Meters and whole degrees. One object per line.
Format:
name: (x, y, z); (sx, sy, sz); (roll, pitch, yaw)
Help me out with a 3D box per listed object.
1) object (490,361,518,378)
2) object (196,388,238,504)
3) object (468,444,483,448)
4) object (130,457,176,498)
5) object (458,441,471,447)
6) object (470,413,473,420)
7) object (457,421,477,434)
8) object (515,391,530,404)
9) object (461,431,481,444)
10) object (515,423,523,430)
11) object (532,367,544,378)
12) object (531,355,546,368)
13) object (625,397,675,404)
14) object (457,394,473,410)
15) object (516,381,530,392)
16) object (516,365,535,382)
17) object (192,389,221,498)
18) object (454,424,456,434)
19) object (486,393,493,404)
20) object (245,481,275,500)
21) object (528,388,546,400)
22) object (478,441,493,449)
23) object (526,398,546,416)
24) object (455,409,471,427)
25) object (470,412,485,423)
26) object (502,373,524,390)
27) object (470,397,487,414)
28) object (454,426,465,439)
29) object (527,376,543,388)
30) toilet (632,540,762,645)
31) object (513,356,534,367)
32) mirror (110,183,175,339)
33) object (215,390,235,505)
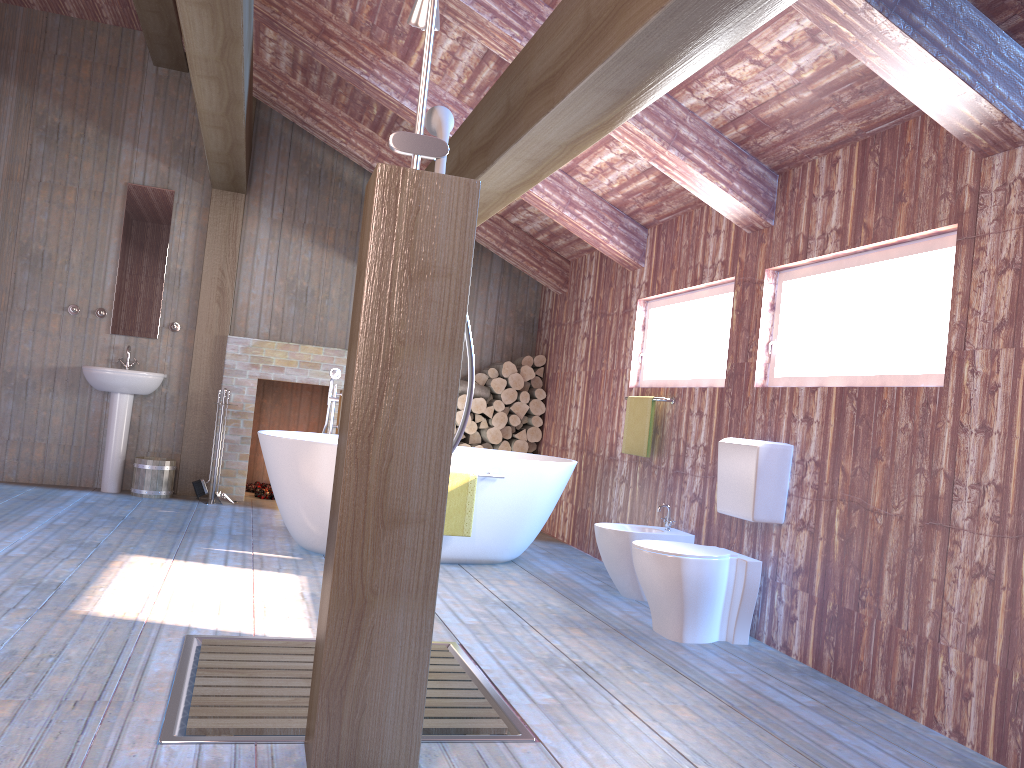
object: (-0.077, -0.119, 7.618); (0.135, 0.139, 0.456); (6, -2, -15)
object: (-2.297, 0.470, 6.876); (0.276, 0.888, 0.333); (5, -2, 26)
object: (-0.338, 0.552, 7.517); (0.098, 0.100, 0.437); (7, -2, -18)
object: (-2.756, 0.719, 6.820); (0.309, 0.290, 0.308); (6, -2, -6)
object: (-0.438, 0.544, 7.492); (0.114, 0.120, 0.303); (6, -2, -15)
object: (-0.372, 0.272, 7.492); (0.057, 0.061, 0.156); (7, -2, -17)
object: (-0.381, 0.358, 7.502); (0.115, 0.123, 0.291); (6, -2, -15)
object: (0.051, 0.111, 7.634); (0.089, 0.106, 0.437); (6, -2, -15)
object: (-0.351, 0.457, 7.618); (0.104, 0.127, 0.321); (6, -2, -16)
object: (0.033, 0.355, 7.617); (0.067, 0.069, 0.177); (7, -2, -16)
object: (0.192, -0.108, 7.732); (0.081, 0.100, 0.281); (7, -2, -16)
object: (0.201, -0.193, 7.719); (0.112, 0.113, 0.271); (7, -2, -16)
object: (0.823, 0.094, 5.411); (0.091, 0.043, 0.581); (6, -2, -16)
object: (-0.443, 0.148, 7.492); (0.135, 0.145, 0.439); (6, -2, -16)
object: (0.052, 0.031, 7.741); (0.132, 0.119, 0.319); (6, -2, -15)
object: (0.073, -0.086, 7.664); (0.133, 0.142, 0.456); (6, -2, -15)
object: (-2.349, 0.452, 6.807); (0.136, 0.846, 0.062); (7, -2, -35)
object: (-0.557, 0.364, 7.464); (0.111, 0.113, 0.301); (7, -2, -17)
object: (-0.256, 0.109, 7.646); (0.121, 0.124, 0.291); (6, -2, -15)
object: (-1.969, 0.957, 7.895); (0.829, 0.085, 0.935); (7, -2, -34)
object: (0.181, 0.082, 7.674); (0.102, 0.109, 0.438); (6, -2, -16)
object: (-0.258, 0.555, 7.644); (0.116, 0.118, 0.289); (7, -2, -18)
object: (0.156, 0.193, 7.670); (0.147, 0.152, 0.439); (6, -2, -16)
object: (-0.468, 0.283, 7.478); (0.141, 0.143, 0.437); (7, -2, -18)
object: (-0.305, 0.289, 7.528); (0.088, 0.092, 0.280); (6, -2, -15)
object: (-0.032, -0.022, 7.612); (0.141, 0.143, 0.437); (7, -2, -18)
object: (-0.335, 0.174, 7.524); (0.138, 0.147, 0.440); (6, -2, -16)
object: (-0.491, 0.426, 7.574); (0.128, 0.150, 0.323); (7, -2, -16)
object: (0.178, -0.013, 7.711); (0.107, 0.115, 0.269); (6, -2, -15)
toilet: (0.783, 0.939, 4.002); (0.534, 0.400, 0.375); (6, -2, -15)
object: (0.097, -0.181, 7.687); (0.104, 0.121, 0.270); (6, -2, -15)
mirror: (-2.922, -0.970, 7.021); (0.350, 1.199, 0.009); (7, -2, -16)
object: (-2.207, 0.480, 6.836); (0.206, 0.871, 0.126); (5, -2, 27)
